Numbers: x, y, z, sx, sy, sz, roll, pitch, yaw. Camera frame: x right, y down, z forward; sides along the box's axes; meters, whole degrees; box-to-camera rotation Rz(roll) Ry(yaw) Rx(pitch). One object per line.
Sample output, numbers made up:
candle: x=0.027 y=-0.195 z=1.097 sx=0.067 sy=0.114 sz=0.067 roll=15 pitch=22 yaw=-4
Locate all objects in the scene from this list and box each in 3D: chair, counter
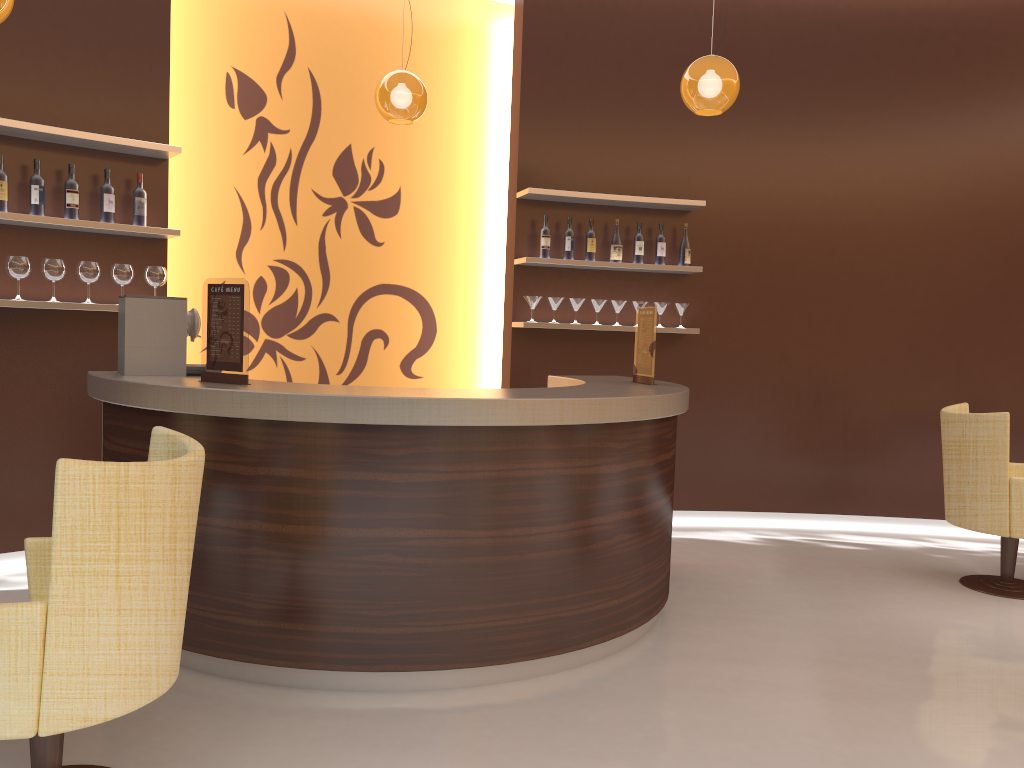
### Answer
chair: x=2.765 y=0.643 z=4.992 sx=0.685 sy=1.017 sz=0.729 roll=3 pitch=3 yaw=12
counter: x=-0.264 y=0.549 z=4.023 sx=2.917 sy=1.100 sz=1.586 roll=0 pitch=4 yaw=-29
chair: x=-1.197 y=0.653 z=2.381 sx=0.685 sy=1.017 sz=0.729 roll=2 pitch=3 yaw=-6

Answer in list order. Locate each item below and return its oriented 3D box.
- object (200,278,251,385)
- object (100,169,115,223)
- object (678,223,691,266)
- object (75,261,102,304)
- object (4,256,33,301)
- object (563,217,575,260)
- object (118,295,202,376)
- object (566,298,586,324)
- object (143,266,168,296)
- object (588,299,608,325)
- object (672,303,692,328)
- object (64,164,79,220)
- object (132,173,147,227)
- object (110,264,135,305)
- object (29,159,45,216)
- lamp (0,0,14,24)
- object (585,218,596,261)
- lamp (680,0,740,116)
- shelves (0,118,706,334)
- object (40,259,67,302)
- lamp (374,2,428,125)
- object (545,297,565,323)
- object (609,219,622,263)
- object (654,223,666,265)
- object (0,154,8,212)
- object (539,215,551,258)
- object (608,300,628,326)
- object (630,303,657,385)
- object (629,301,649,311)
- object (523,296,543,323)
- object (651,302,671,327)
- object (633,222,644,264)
object: x=-1.132 y=-0.211 z=3.500 sx=0.258 sy=0.414 sz=0.052 roll=4 pitch=4 yaw=29
object: x=-2.148 y=-0.991 z=4.706 sx=0.073 sy=0.297 sz=0.073 roll=3 pitch=3 yaw=13
object: x=1.199 y=-0.960 z=6.149 sx=0.086 sy=0.303 sz=0.086 roll=4 pitch=4 yaw=30
object: x=-2.233 y=-0.532 z=4.676 sx=0.125 sy=0.221 sz=0.125 roll=5 pitch=4 yaw=40
object: x=-2.479 y=-0.528 z=4.454 sx=0.125 sy=0.221 sz=0.125 roll=5 pitch=4 yaw=40
object: x=0.385 y=-0.973 z=5.960 sx=0.073 sy=0.297 sz=0.073 roll=0 pitch=4 yaw=-37
object: x=-1.528 y=-0.213 z=3.929 sx=0.373 sy=0.340 sz=0.270 roll=0 pitch=4 yaw=-29
object: x=0.434 y=-0.492 z=6.019 sx=0.137 sy=0.174 sz=0.137 roll=2 pitch=3 yaw=-9
object: x=-1.965 y=-0.534 z=4.884 sx=0.125 sy=0.221 sz=0.125 roll=5 pitch=4 yaw=40
object: x=0.583 y=-0.488 z=6.055 sx=0.137 sy=0.174 sz=0.137 roll=2 pitch=3 yaw=-9
object: x=1.181 y=-0.474 z=6.187 sx=0.137 sy=0.174 sz=0.137 roll=2 pitch=3 yaw=-9
object: x=-2.282 y=-0.989 z=4.595 sx=0.073 sy=0.297 sz=0.073 roll=4 pitch=4 yaw=25
object: x=-2.019 y=-0.992 z=4.809 sx=0.073 sy=0.297 sz=0.073 roll=4 pitch=4 yaw=25
object: x=-2.103 y=-0.534 z=4.786 sx=0.125 sy=0.221 sz=0.125 roll=5 pitch=4 yaw=40
object: x=-2.405 y=-0.987 z=4.490 sx=0.073 sy=0.297 sz=0.073 roll=4 pitch=4 yaw=25
lamp: x=-2.143 y=-2.196 z=3.517 sx=0.299 sy=1.500 sz=0.299 roll=2 pitch=3 yaw=-6
object: x=0.534 y=-0.970 z=6.006 sx=0.073 sy=0.297 sz=0.073 roll=3 pitch=3 yaw=13
lamp: x=1.036 y=-2.139 z=4.505 sx=0.299 sy=1.500 sz=0.299 roll=4 pitch=4 yaw=33
shelves: x=-0.871 y=-0.824 z=5.250 sx=4.744 sy=0.902 sz=0.586 roll=0 pitch=4 yaw=-27
object: x=-2.360 y=-0.530 z=4.566 sx=0.125 sy=0.221 sz=0.125 roll=5 pitch=4 yaw=40
lamp: x=-0.601 y=-2.225 z=4.957 sx=0.299 sy=1.500 sz=0.299 roll=4 pitch=4 yaw=33
object: x=0.285 y=-0.495 z=5.974 sx=0.137 sy=0.174 sz=0.137 roll=1 pitch=4 yaw=-20
object: x=0.713 y=-0.972 z=6.058 sx=0.086 sy=0.303 sz=0.086 roll=2 pitch=3 yaw=-1
object: x=1.025 y=-0.959 z=6.118 sx=0.073 sy=0.297 sz=0.073 roll=0 pitch=4 yaw=-37
object: x=-2.528 y=-0.985 z=4.377 sx=0.073 sy=0.297 sz=0.073 roll=1 pitch=3 yaw=-15
object: x=0.222 y=-0.976 z=5.908 sx=0.073 sy=0.297 sz=0.073 roll=0 pitch=4 yaw=-37
object: x=0.725 y=-0.485 z=6.093 sx=0.137 sy=0.174 sz=0.137 roll=2 pitch=3 yaw=-9
object: x=0.689 y=-0.209 z=4.593 sx=0.052 sy=0.414 sz=0.258 roll=1 pitch=3 yaw=-16
object: x=0.875 y=-0.481 z=6.126 sx=0.137 sy=0.174 sz=0.137 roll=2 pitch=3 yaw=-9
object: x=0.137 y=-0.498 z=5.929 sx=0.137 sy=0.174 sz=0.137 roll=1 pitch=4 yaw=-20
object: x=1.029 y=-0.477 z=6.156 sx=0.137 sy=0.174 sz=0.137 roll=5 pitch=4 yaw=40
object: x=0.870 y=-0.963 z=6.086 sx=0.073 sy=0.297 sz=0.073 roll=0 pitch=4 yaw=-37
